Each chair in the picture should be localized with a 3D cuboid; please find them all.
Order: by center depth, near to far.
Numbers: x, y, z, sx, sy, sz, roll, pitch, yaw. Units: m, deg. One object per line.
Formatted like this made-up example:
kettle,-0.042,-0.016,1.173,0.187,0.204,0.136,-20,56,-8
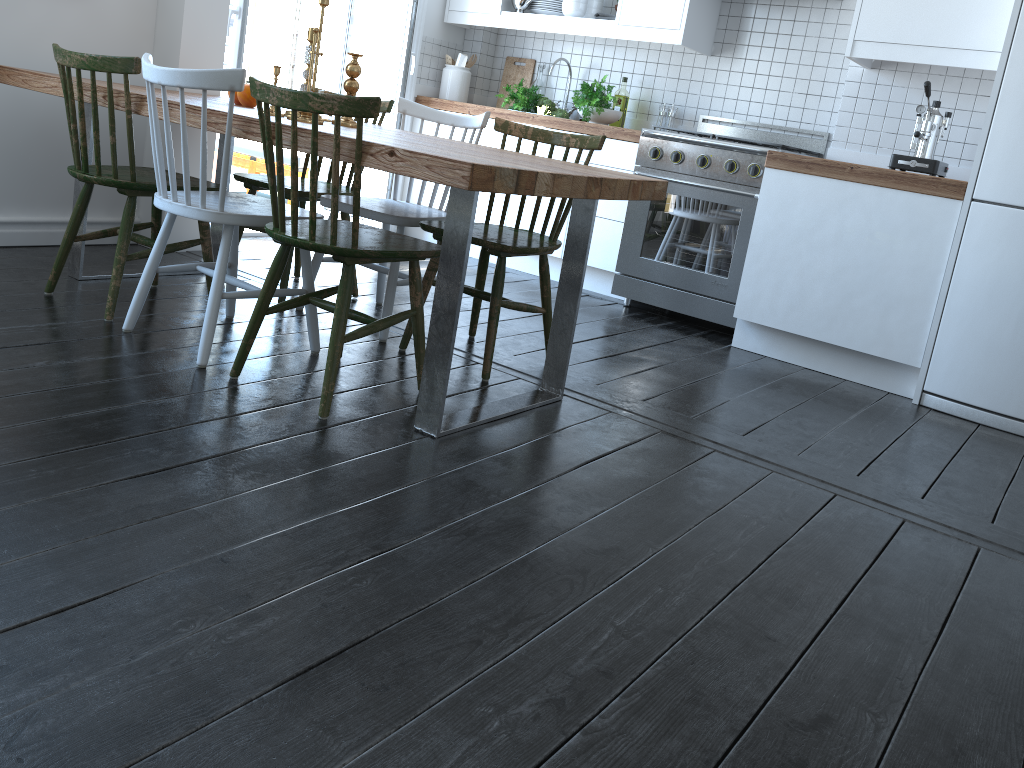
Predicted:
chair,-0.468,-0.383,2.430,0.475,0.809,0.489,17,14,31
chair,-0.873,-0.529,2.664,0.474,0.824,0.513,17,14,33
chair,-1.258,-0.671,2.950,0.475,0.810,0.489,17,14,31
chair,-0.037,-0.493,3.036,0.475,0.810,0.489,17,14,31
chair,-0.420,-0.650,3.320,0.474,0.824,0.513,17,14,33
chair,-0.828,-0.781,3.556,0.475,0.809,0.489,17,14,31

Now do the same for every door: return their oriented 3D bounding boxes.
door,-1.476,-1.756,4.245,0.597,1.983,0.105,19,14,39
door,-0.825,-1.923,5.169,0.593,1.983,0.105,15,12,28

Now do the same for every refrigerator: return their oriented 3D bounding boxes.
refrigerator,2.140,-0.731,3.370,0.585,1.763,0.685,17,13,33

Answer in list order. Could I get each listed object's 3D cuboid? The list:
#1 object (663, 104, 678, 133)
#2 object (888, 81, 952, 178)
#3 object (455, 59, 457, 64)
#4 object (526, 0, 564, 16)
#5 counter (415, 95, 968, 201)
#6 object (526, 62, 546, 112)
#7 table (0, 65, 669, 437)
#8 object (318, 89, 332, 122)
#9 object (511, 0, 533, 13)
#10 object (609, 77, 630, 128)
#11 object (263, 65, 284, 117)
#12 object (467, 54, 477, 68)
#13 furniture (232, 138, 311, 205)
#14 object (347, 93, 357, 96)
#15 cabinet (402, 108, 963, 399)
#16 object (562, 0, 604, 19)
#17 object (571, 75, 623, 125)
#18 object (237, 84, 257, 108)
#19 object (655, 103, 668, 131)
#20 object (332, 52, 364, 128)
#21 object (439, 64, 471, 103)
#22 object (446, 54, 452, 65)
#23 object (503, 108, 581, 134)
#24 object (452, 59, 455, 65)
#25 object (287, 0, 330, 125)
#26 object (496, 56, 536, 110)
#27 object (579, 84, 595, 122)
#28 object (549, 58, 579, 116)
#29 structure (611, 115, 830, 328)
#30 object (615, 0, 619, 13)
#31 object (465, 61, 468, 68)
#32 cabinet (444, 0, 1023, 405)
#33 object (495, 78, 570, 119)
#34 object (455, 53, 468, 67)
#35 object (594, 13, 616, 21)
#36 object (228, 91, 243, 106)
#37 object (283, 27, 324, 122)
object,0.868,-1.444,4.820,0.059,0.169,0.060,0,15,-42
object,1.731,-1.060,3.687,0.209,0.362,0.356,17,15,32
object,-0.325,-1.856,5.385,0.120,0.245,0.034,17,13,34
object,0.243,-2.207,5.112,0.305,0.190,0.308,20,18,33
counter,0.711,-1.250,4.511,3.152,0.072,0.854,20,20,33
object,0.154,-1.789,5.331,0.099,0.311,0.098,17,13,33
table,-0.743,-0.560,3.051,2.264,0.701,1.027,20,18,33
object,-0.690,-1.001,3.157,0.103,0.111,0.104,14,14,19
object,0.061,-2.181,5.027,0.102,0.132,0.214,-2,19,-43
object,0.613,-1.586,4.961,0.067,0.276,0.067,15,12,28
object,-0.771,-0.951,2.858,0.080,0.157,0.082,8,12,-9
object,-0.288,-1.864,5.359,0.131,0.290,0.057,12,11,13
furniture,-1.658,-1.467,6.160,0.936,0.366,0.403,20,17,33
object,-0.573,-0.980,3.108,0.050,0.136,0.050,17,13,33
cabinet,0.680,-0.845,4.631,3.251,0.797,0.732,24,19,40
object,0.400,-2.139,4.937,0.152,0.211,0.312,17,16,30
object,0.462,-1.551,4.788,0.274,0.263,0.343,15,15,23
object,-0.982,-1.076,3.293,0.090,0.086,0.085,2,15,-29
object,0.830,-1.466,4.871,0.059,0.169,0.060,0,15,-42
object,-0.550,-1.002,3.006,0.100,0.242,0.103,3,13,-32
object,-0.345,-1.824,5.355,0.177,0.204,0.175,20,16,37
object,-0.387,-1.861,5.347,0.054,0.257,0.152,11,12,8
object,0.175,-1.485,5.050,0.378,0.109,0.357,20,19,32
object,-0.369,-1.858,5.363,0.060,0.246,0.120,4,13,-26
object,-0.624,-1.024,2.759,0.113,0.402,0.116,9,11,-4
object,0.023,-1.856,5.458,0.224,0.323,0.041,18,13,33
object,0.452,-1.632,5.123,0.085,0.226,0.087,9,11,-2
object,0.317,-1.705,5.115,0.189,0.345,0.280,12,13,9
structure,1.022,-0.823,4.395,0.712,0.997,0.727,18,15,33
object,0.658,-2.159,4.894,0.170,0.358,0.169,6,12,-19
object,-0.296,-1.846,5.369,0.050,0.242,0.117,9,11,-2
cabinet,1.045,-1.485,4.296,3.862,2.320,0.783,21,15,37
object,0.130,-1.569,4.997,0.470,0.301,0.290,11,13,6
object,-0.333,-1.870,5.356,0.064,0.284,0.143,11,12,6
object,0.546,-1.989,4.820,0.249,0.041,0.280,17,18,25
object,-1.037,-1.105,3.352,0.089,0.088,0.084,15,14,23
object,-0.695,-1.059,3.010,0.140,0.304,0.144,7,12,-14
